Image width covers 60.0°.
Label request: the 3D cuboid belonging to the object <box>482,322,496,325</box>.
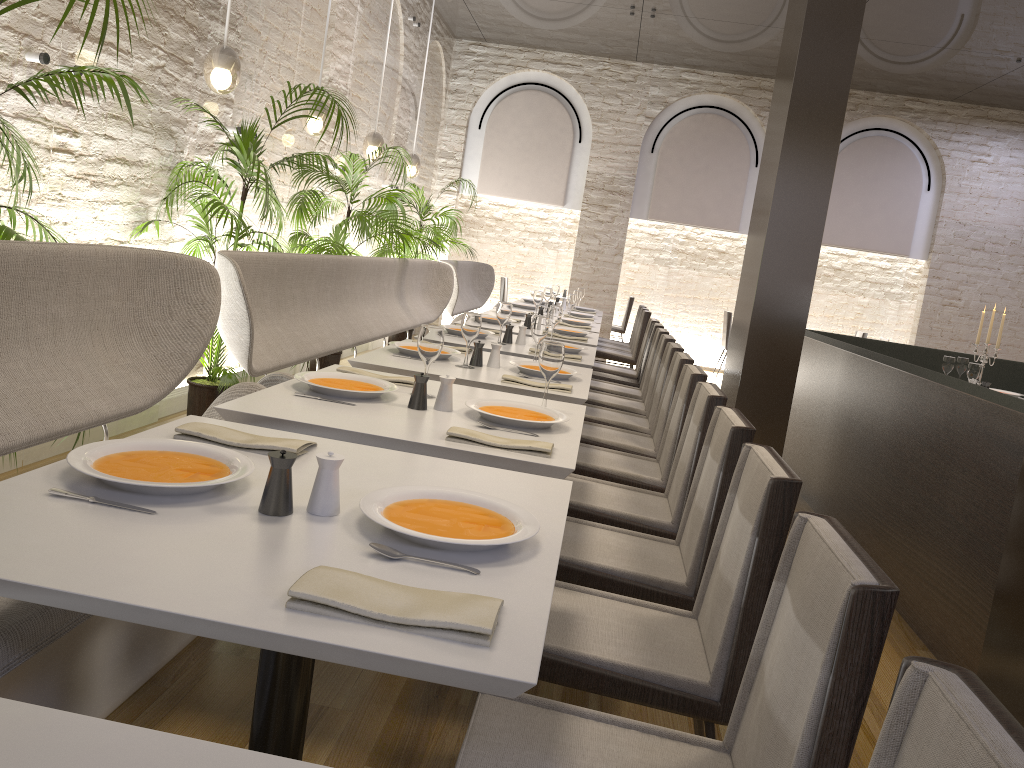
[{"bbox_3d":[-0.154,-0.413,6.026,0.185,0.010,0.017,9,8,6],"label":"object"}]

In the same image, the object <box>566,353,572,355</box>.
[{"bbox_3d":[0.245,-0.176,4.814,0.181,0.015,0.038,10,8,7],"label":"object"}]

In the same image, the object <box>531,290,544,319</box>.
[{"bbox_3d":[0.201,-0.631,7.107,0.087,0.230,0.086,13,8,35],"label":"object"}]

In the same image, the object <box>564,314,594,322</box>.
[{"bbox_3d":[0.604,-0.595,7.997,0.273,0.033,0.143,9,8,5],"label":"object"}]

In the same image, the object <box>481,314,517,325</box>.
[{"bbox_3d":[-0.127,-0.446,6.206,0.321,0.036,0.323,6,9,-16],"label":"object"}]

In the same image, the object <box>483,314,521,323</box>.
[{"bbox_3d":[-0.073,-0.481,6.544,0.273,0.033,0.143,9,8,5],"label":"object"}]

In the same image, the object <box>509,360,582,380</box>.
[{"bbox_3d":[0.143,-0.055,3.844,0.321,0.036,0.323,7,9,-12],"label":"object"}]

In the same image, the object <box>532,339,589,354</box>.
[{"bbox_3d":[0.271,-0.207,4.994,0.321,0.036,0.323,6,9,-16],"label":"object"}]

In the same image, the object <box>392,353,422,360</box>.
[{"bbox_3d":[-0.412,-0.109,3.717,0.185,0.010,0.017,9,8,6],"label":"object"}]

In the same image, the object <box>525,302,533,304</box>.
[{"bbox_3d":[0.218,-0.851,9.354,0.185,0.010,0.017,9,8,6],"label":"object"}]

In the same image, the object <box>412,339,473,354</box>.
[{"bbox_3d":[-0.331,-0.177,4.235,0.273,0.033,0.143,9,8,5],"label":"object"}]

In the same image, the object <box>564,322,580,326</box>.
[{"bbox_3d":[0.498,-0.474,7.080,0.181,0.015,0.038,10,8,7],"label":"object"}]

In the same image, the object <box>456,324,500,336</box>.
[{"bbox_3d":[-0.203,-0.329,5.384,0.273,0.033,0.143,9,8,5],"label":"object"}]

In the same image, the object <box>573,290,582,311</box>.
[{"bbox_3d":[0.623,-0.792,8.618,0.087,0.230,0.086,13,8,35],"label":"object"}]

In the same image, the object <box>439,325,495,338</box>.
[{"bbox_3d":[-0.257,-0.294,5.047,0.321,0.036,0.323,6,9,-16],"label":"object"}]

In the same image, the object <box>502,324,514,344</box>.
[{"bbox_3d":[-0.019,-0.284,4.952,0.059,0.109,0.060,8,7,-3],"label":"object"}]

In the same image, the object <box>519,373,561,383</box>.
[{"bbox_3d":[0.116,-0.025,3.664,0.181,0.015,0.038,10,8,7],"label":"object"}]

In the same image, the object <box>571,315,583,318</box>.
[{"bbox_3d":[0.620,-0.618,8.172,0.181,0.015,0.038,10,8,7],"label":"object"}]

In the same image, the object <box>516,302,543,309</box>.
[{"bbox_3d":[0.173,-0.770,8.743,0.273,0.033,0.143,9,8,5],"label":"object"}]

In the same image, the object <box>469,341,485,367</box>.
[{"bbox_3d":[-0.147,-0.133,3.802,0.059,0.109,0.060,8,7,-3],"label":"object"}]

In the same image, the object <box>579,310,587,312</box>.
[{"bbox_3d":[0.746,-0.766,9.301,0.181,0.015,0.038,10,8,7],"label":"object"}]

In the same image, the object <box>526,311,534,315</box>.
[{"bbox_3d":[0.051,-0.627,7.651,0.273,0.033,0.143,9,8,5],"label":"object"}]

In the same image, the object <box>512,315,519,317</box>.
[{"bbox_3d":[-0.030,-0.559,7.133,0.185,0.010,0.017,9,8,6],"label":"object"}]

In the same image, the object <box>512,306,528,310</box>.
[{"bbox_3d":[0.092,-0.702,8.225,0.185,0.010,0.017,9,8,6],"label":"object"}]

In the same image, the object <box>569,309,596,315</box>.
[{"bbox_3d":[0.730,-0.744,9.126,0.273,0.033,0.143,9,8,5],"label":"object"}]

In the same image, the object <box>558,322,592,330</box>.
[{"bbox_3d":[0.482,-0.451,6.905,0.273,0.033,0.143,9,8,5],"label":"object"}]

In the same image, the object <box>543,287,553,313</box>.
[{"bbox_3d":[0.322,-0.774,8.194,0.087,0.230,0.086,13,8,35],"label":"object"}]

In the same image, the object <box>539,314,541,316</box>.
[{"bbox_3d":[0.185,-0.431,6.150,0.059,0.109,0.060,8,7,-3],"label":"object"}]

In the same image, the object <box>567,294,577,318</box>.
[{"bbox_3d":[0.501,-0.649,7.532,0.087,0.230,0.086,13,8,35],"label":"object"}]

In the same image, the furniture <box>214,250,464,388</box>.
[{"bbox_3d":[-0.719,-0.204,5.532,0.709,1.092,4.495,9,8,5],"label":"furniture"}]

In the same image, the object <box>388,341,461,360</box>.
[{"bbox_3d":[-0.385,-0.143,3.898,0.321,0.036,0.323,7,9,-12],"label":"object"}]

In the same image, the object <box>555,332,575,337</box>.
[{"bbox_3d":[0.374,-0.328,5.973,0.181,0.015,0.038,10,8,7],"label":"object"}]

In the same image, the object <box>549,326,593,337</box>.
[{"bbox_3d":[0.401,-0.359,6.153,0.321,0.036,0.323,6,9,-16],"label":"object"}]

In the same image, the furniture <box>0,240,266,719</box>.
[{"bbox_3d":[-1.232,0.400,0.939,0.709,1.092,4.495,9,8,5],"label":"furniture"}]

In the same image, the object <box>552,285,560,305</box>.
[{"bbox_3d":[0.447,-0.921,9.310,0.087,0.230,0.086,13,8,35],"label":"object"}]

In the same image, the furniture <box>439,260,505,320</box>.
[{"bbox_3d":[-0.312,-0.683,9.172,0.707,1.092,2.595,9,8,5],"label":"furniture"}]

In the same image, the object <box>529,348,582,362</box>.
[{"bbox_3d":[0.229,-0.153,4.639,0.273,0.033,0.143,9,8,5],"label":"object"}]

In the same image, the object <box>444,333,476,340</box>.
[{"bbox_3d":[-0.283,-0.260,4.867,0.185,0.010,0.017,9,8,6],"label":"object"}]

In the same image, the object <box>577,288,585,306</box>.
[{"bbox_3d":[0.747,-0.939,9.734,0.087,0.230,0.086,13,8,35],"label":"object"}]

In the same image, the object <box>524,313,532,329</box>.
[{"bbox_3d":[0.111,-0.436,6.112,0.059,0.109,0.060,8,7,-3],"label":"object"}]

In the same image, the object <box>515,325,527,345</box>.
[{"bbox_3d":[0.055,-0.278,4.991,0.059,0.109,0.060,8,7,-3],"label":"object"}]

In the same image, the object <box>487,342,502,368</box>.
[{"bbox_3d":[-0.073,-0.127,3.841,0.059,0.109,0.060,8,7,-3],"label":"object"}]

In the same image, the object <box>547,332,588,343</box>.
[{"bbox_3d":[0.358,-0.306,5.798,0.273,0.033,0.143,9,8,5],"label":"object"}]
